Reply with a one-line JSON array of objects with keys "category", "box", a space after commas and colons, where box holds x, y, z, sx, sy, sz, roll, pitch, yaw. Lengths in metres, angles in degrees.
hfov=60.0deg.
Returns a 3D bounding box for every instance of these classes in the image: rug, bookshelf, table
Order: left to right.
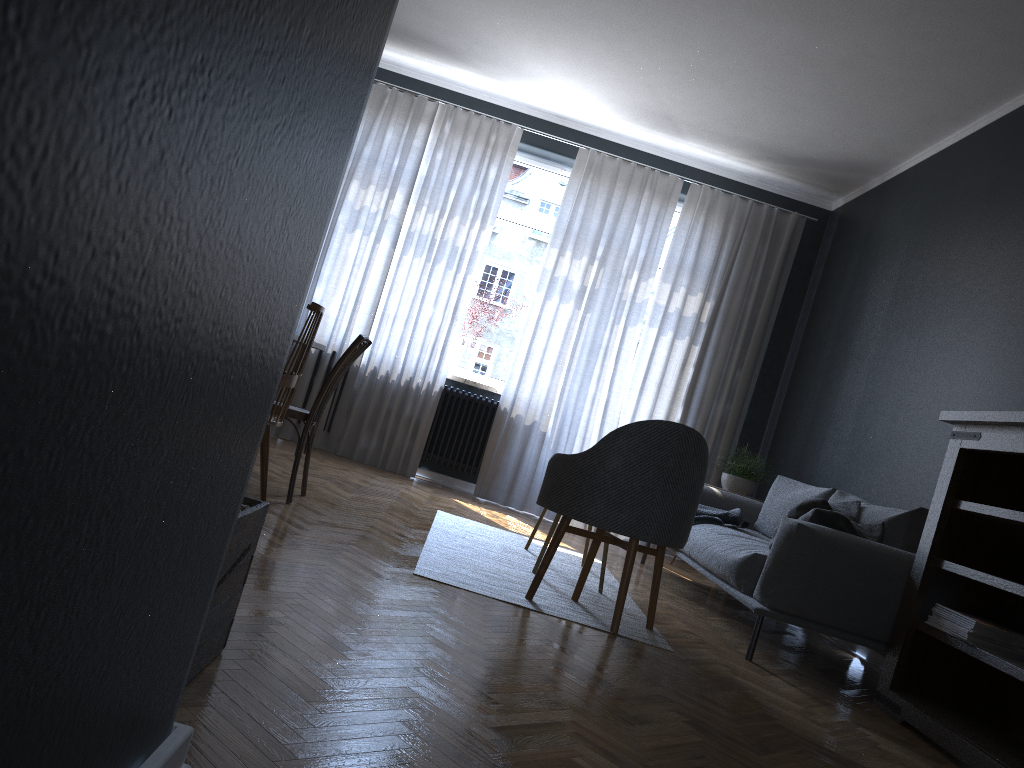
[{"category": "table", "box": [-1.564, -0.035, 3.726, 1.126, 0.727, 1.605, 17, -2, -2]}, {"category": "rug", "box": [0.078, 0.867, 4.239, 1.003, 0.013, 2.011, 17, -2, -2]}, {"category": "table", "box": [0.317, 0.660, 4.386, 0.339, 0.549, 0.788, 17, -2, -2]}, {"category": "bookshelf", "box": [1.768, 0.705, 2.522, 0.451, 1.171, 1.919, 17, -2, -2]}]

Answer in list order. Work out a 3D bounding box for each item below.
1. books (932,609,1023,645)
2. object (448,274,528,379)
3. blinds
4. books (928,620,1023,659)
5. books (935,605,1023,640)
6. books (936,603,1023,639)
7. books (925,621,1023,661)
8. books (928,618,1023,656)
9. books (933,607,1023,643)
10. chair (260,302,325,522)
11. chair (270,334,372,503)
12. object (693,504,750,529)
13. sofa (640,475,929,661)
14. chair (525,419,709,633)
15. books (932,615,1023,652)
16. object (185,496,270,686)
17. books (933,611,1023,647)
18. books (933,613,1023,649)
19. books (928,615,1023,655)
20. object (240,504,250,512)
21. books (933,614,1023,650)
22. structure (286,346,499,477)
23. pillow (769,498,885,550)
[{"category": "books", "box": [1.655, 0.860, 3.128, 0.218, 0.008, 0.305, 17, -2, 2]}, {"category": "object", "box": [-0.262, -0.436, 6.845, 0.515, 0.809, 0.598, 18, -2, -28]}, {"category": "blinds", "box": [0.025, -0.515, 6.768, 3.993, 2.788, 0.312, 17, -1, -2]}, {"category": "books", "box": [1.642, 0.902, 3.136, 0.218, 0.007, 0.305, 17, -2, 3]}, {"category": "books", "box": [1.666, 0.848, 3.128, 0.218, 0.008, 0.305, 17, -2, 3]}, {"category": "books", "box": [1.668, 0.839, 3.127, 0.218, 0.013, 0.305, 17, -2, 3]}, {"category": "books", "box": [1.640, 0.909, 3.134, 0.218, 0.008, 0.304, 17, -2, -2]}, {"category": "books", "box": [1.644, 0.895, 3.134, 0.218, 0.008, 0.305, 17, -2, 3]}, {"category": "books", "box": [1.660, 0.854, 3.128, 0.218, 0.008, 0.305, 17, -2, 2]}, {"category": "chair", "box": [-1.023, 0.056, 3.432, 0.384, 0.856, 0.455, 17, -2, -17]}, {"category": "chair", "box": [-1.000, 0.103, 4.086, 0.467, 0.819, 0.363, 17, -1, -2]}, {"category": "object", "box": [1.076, 0.817, 5.201, 0.490, 0.329, 0.667, 17, -2, 3]}, {"category": "sofa", "box": [1.398, 0.869, 4.636, 0.970, 0.798, 2.340, 17, -2, -2]}, {"category": "chair", "box": [0.446, 0.524, 3.461, 0.646, 0.811, 0.494, 18, -2, -24]}, {"category": "books", "box": [1.653, 0.883, 3.135, 0.218, 0.008, 0.288, 17, -2, 4]}, {"category": "object", "box": [-0.730, 0.344, 1.593, 0.383, 0.326, 0.552, 17, -2, -2]}, {"category": "books", "box": [1.655, 0.867, 3.131, 0.218, 0.008, 0.288, 17, -2, 2]}, {"category": "books", "box": [1.657, 0.873, 3.127, 0.218, 0.006, 0.305, 17, -2, 3]}, {"category": "books", "box": [1.645, 0.887, 3.136, 0.218, 0.013, 0.305, 17, -2, 3]}, {"category": "object", "box": [-0.712, 0.270, 1.594, 0.370, 0.246, 0.533, 17, -2, -2]}, {"category": "books", "box": [1.655, 0.878, 3.136, 0.218, 0.008, 0.288, 17, -2, 4]}, {"category": "structure", "box": [-0.919, 0.196, 6.786, 1.847, 0.600, 0.216, 17, -1, -2]}, {"category": "pillow", "box": [1.423, 0.665, 4.016, 0.442, 0.362, 0.799, 16, -2, 16]}]
